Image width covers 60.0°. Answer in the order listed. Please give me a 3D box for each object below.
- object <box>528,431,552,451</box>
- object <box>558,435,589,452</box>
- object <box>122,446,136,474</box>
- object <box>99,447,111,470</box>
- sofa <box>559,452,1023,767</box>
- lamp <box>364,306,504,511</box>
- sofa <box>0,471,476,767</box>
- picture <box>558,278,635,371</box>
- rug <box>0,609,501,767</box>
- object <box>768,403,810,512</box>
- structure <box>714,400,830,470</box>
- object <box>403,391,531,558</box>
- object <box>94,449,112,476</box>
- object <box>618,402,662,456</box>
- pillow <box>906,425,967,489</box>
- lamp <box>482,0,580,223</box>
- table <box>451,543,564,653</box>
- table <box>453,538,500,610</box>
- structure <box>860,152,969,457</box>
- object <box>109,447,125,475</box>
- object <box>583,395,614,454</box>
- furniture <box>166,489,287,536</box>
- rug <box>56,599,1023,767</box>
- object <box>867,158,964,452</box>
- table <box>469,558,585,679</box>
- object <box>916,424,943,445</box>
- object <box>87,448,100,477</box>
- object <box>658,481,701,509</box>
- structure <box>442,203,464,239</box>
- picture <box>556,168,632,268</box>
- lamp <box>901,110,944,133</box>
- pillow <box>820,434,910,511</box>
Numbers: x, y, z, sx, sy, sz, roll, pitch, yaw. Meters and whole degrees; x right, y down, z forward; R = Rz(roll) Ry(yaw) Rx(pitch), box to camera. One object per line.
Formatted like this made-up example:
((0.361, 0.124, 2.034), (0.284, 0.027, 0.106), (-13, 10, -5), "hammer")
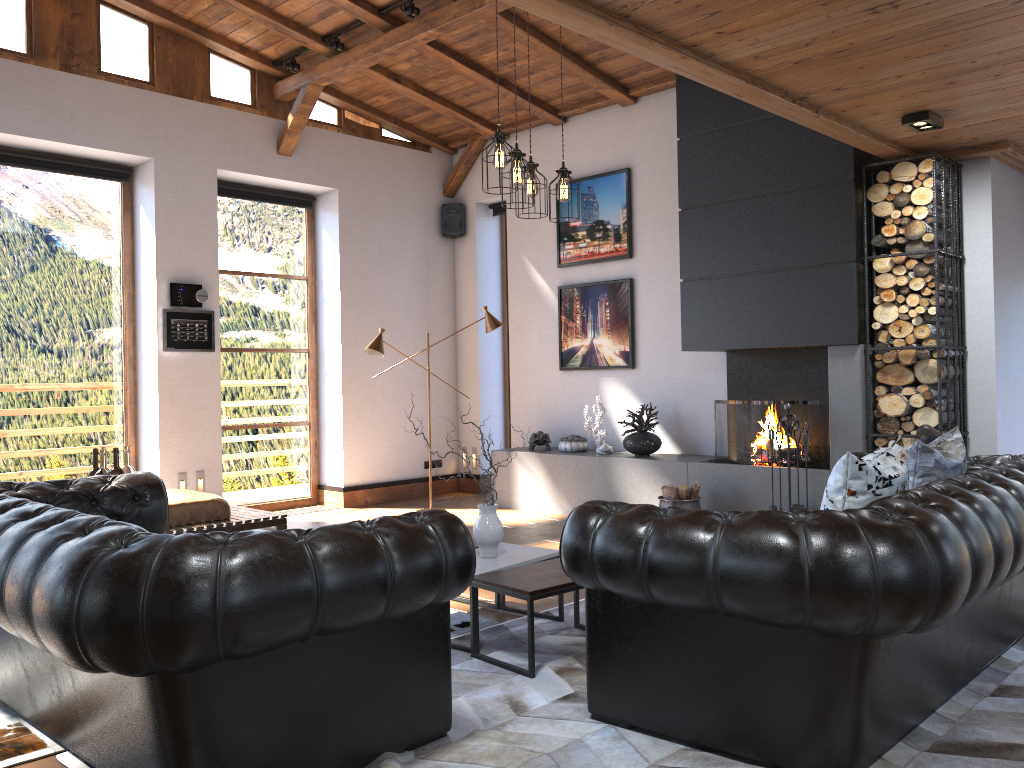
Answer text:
((0.264, 0.536, 8.393), (0.226, 0.183, 0.405), (-1, 0, -2), "object")
((0.560, 0.543, 8.136), (0.262, 0.160, 0.277), (-1, 0, -44), "object")
((-2.104, 0.482, 4.850), (0.088, 0.286, 0.086), (-1, 0, -36), "object")
((-2.219, 0.484, 4.823), (0.088, 0.286, 0.087), (-1, 0, -34), "object")
((1.456, 0.748, 3.579), (1.224, 0.838, 2.597), (-1, 0, 43), "sofa")
((-0.738, 0.234, 8.122), (1.335, 1.899, 0.522), (-1, 0, -25), "lamp")
((-1.418, 0.807, 3.345), (2.535, 0.838, 1.254), (-1, 0, 43), "sofa")
((0.771, -0.540, 8.270), (0.869, 0.816, 0.036), (-1, 0, 44), "picture")
((-2.245, 1.205, 4.848), (3.762, 0.053, 2.461), (-1, 1, 45), "rug")
((1.913, 0.636, 6.116), (0.308, 1.018, 0.307), (-1, 0, -1), "object")
((1.899, 0.380, 6.652), (0.970, 0.514, 0.186), (-1, 0, 44), "structure")
((-0.163, 0.432, 4.284), (0.627, 0.808, 0.401), (-1, 0, -35), "object")
((-2.148, 0.484, 4.656), (0.087, 0.286, 0.088), (-1, 0, 21), "object")
((1.108, 0.383, 7.571), (0.336, 0.455, 0.339), (-1, 0, -21), "object")
((1.824, 0.427, 3.899), (0.535, 0.469, 0.280), (-1, 0, -43), "pillow")
((0.066, -2.038, 4.892), (0.258, 2.202, 0.812), (-1, 0, 35), "lamp")
((-0.105, 1.010, 4.272), (0.395, 0.350, 0.658), (-1, 0, 39), "table")
((-0.435, 1.015, 4.554), (0.395, 0.350, 0.658), (-1, 0, 44), "table")
((2.743, -0.182, 6.016), (0.496, 2.617, 0.518), (-1, 0, 44), "structure")
((-2.123, 0.483, 4.753), (0.086, 0.286, 0.088), (-1, 0, 22), "object")
((0.752, 0.362, 7.823), (0.258, 0.532, 0.429), (-1, 0, 13), "object")
((-3.030, 1.022, 5.883), (1.161, 0.437, 2.793), (-1, 0, 44), "furniture")
((0.756, 1.155, 3.508), (2.402, 0.053, 4.093), (-1, 1, 45), "rug")
((2.745, -0.176, 6.028), (0.487, 2.612, 0.472), (-1, 0, 44), "object")
((0.194, 1.007, 3.934), (0.658, 0.350, 0.395), (-1, 0, -41), "table")
((2.356, 0.380, 4.871), (0.249, 0.319, 0.149), (-1, 0, -5), "object")
((-2.219, 0.485, 4.730), (0.088, 0.286, 0.087), (-1, 0, -6), "object")
((1.254, 0.944, 6.628), (0.387, 0.431, 0.381), (-1, 0, -20), "object")
((-0.629, -1.748, 9.491), (0.211, 0.349, 0.216), (-1, 0, 44), "structure")
((0.751, -1.535, 8.276), (0.869, 0.816, 0.036), (-1, 0, 44), "picture")
((2.386, -1.528, 5.146), (0.153, 0.068, 0.264), (-1, 0, 44), "lamp")
((1.346, 0.440, 3.404), (0.535, 0.469, 0.280), (-1, 0, -43), "pillow")
